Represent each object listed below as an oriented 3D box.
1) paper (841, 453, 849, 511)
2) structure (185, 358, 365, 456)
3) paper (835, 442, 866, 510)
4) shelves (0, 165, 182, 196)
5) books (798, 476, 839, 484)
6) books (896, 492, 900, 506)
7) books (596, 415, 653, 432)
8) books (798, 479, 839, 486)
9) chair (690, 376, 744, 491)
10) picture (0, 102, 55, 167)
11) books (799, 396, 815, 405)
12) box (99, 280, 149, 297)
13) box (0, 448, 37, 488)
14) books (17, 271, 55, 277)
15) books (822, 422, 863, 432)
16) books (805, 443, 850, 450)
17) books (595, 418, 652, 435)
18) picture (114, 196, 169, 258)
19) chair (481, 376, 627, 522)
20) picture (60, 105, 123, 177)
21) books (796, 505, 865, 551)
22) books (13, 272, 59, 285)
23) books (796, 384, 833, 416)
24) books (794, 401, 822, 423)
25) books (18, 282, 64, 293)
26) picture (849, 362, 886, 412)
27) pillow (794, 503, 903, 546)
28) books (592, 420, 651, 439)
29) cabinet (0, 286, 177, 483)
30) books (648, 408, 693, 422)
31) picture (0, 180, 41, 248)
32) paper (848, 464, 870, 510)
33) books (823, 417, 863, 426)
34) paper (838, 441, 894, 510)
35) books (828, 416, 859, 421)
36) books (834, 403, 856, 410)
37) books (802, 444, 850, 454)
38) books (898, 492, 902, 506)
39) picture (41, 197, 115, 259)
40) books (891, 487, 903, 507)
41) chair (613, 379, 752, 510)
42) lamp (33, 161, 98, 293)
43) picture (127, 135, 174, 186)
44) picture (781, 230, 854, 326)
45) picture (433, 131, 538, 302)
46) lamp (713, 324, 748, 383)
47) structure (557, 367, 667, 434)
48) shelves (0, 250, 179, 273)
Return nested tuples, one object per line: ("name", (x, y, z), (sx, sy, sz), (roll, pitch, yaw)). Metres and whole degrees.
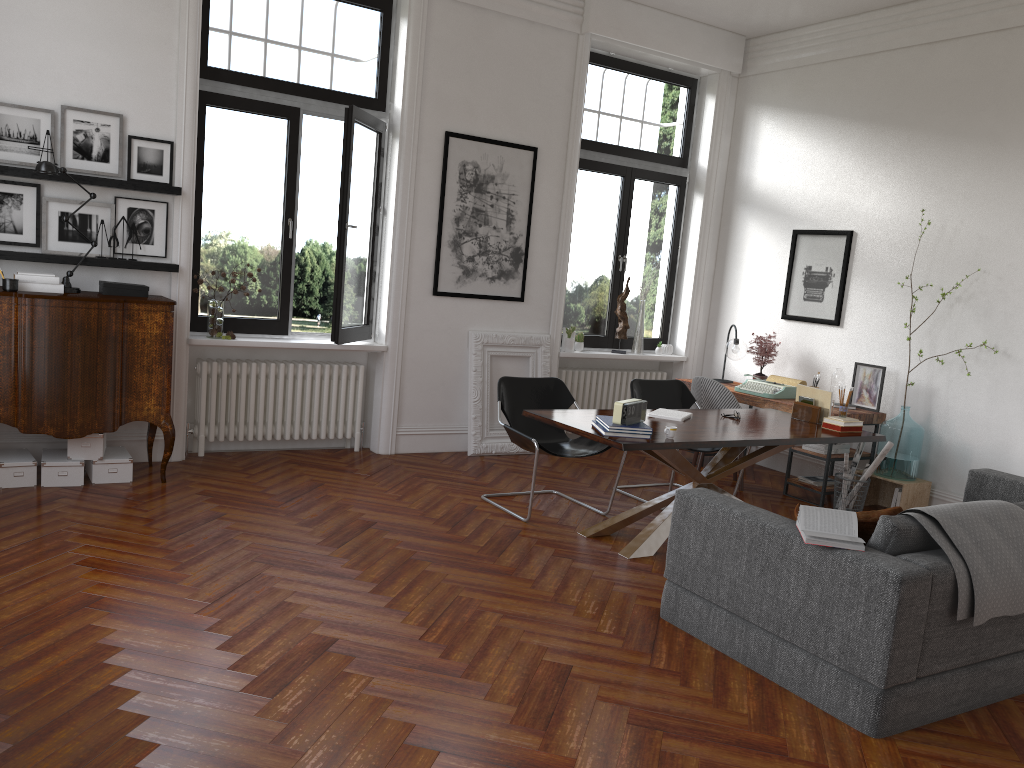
("paper", (2.538, 0.761, 6.759), (0.073, 0.480, 0.033), (6, 9, 5))
("structure", (-1.847, 0.206, 7.083), (1.453, 0.781, 0.224), (1, 10, -32))
("paper", (2.644, 0.678, 6.897), (0.294, 0.628, 0.047), (-1, 11, -39))
("shelves", (-2.936, -1.334, 5.714), (1.515, 0.055, 0.157), (1, 9, -32))
("books", (2.482, 0.775, 7.170), (0.268, 0.014, 0.195), (3, 8, -21))
("books", (2.971, 0.928, 6.730), (0.170, 0.233, 0.012), (0, 10, -32))
("books", (0.636, 0.224, 5.062), (0.250, 0.017, 0.343), (4, 7, -7))
("books", (2.480, 0.790, 7.172), (0.268, 0.014, 0.195), (1, 9, -33))
("chair", (1.741, 0.391, 7.406), (0.547, 0.902, 0.714), (-1, 10, -39))
("picture", (-3.137, -1.580, 5.621), (0.415, 0.368, 0.020), (0, 10, -32))
("books", (2.078, 0.171, 6.258), (0.041, 0.158, 0.128), (0, 10, -32))
("box", (-2.576, -0.628, 5.887), (0.282, 0.087, 0.208), (1, 9, -32))
("box", (-3.166, 0.539, 5.632), (0.209, 0.177, 0.393), (-1, 10, -37))
("books", (-2.965, -0.685, 5.519), (0.200, 0.014, 0.178), (1, 9, -32))
("books", (2.216, 0.287, 5.946), (0.215, 0.040, 0.159), (1, 9, -30))
("books", (2.517, 0.481, 7.095), (0.309, 0.038, 0.225), (1, 9, -32))
("books", (0.635, 0.241, 5.065), (0.250, 0.017, 0.343), (4, 7, -7))
("picture", (-2.549, -1.073, 6.091), (0.343, 0.385, 0.020), (0, 10, -32))
("chair", (0.271, 0.433, 6.073), (0.752, 0.875, 0.743), (0, 9, -32))
("picture", (-2.769, -1.595, 5.844), (0.369, 0.410, 0.020), (0, 10, -32))
("books", (1.294, 0.578, 3.602), (0.224, 0.096, 0.278), (7, 8, 10))
("books", (-2.976, -0.659, 5.544), (0.239, 0.044, 0.254), (1, 9, -32))
("books", (2.127, 0.141, 6.259), (0.043, 0.240, 0.309), (0, 9, -32))
("books", (2.059, 0.199, 6.202), (0.028, 0.125, 0.220), (0, 9, -32))
("books", (-2.979, -0.609, 5.546), (0.294, 0.057, 0.229), (1, 9, -32))
("picture", (2.890, 0.024, 7.216), (0.023, 0.370, 0.281), (0, 10, -32))
("pillow", (1.445, 0.690, 3.899), (0.469, 0.398, 0.329), (6, 8, 5))
("books", (0.619, 0.260, 5.074), (0.264, 0.027, 0.346), (4, 7, -7))
("cabinet", (-2.865, 0.027, 5.690), (1.266, 1.222, 0.638), (0, 10, -32))
("books", (1.047, 0.204, 5.844), (0.230, 0.026, 0.325), (8, 8, 23))
("picture", (-3.226, -1.094, 5.666), (0.373, 0.407, 0.020), (0, 10, -32))
("paper", (2.685, 0.803, 6.867), (0.126, 0.389, 0.026), (4, 9, -10))
("books", (2.224, 0.253, 5.949), (0.207, 0.029, 0.163), (0, 9, -34))
("paper", (2.671, 0.706, 6.698), (0.329, 0.611, 0.047), (12, 11, 38))
("books", (2.230, 0.232, 5.962), (0.159, 0.008, 0.128), (1, 9, -30))
("books", (2.686, 0.175, 7.233), (0.213, 0.031, 0.128), (6, 7, 5))
("books", (2.510, 0.517, 7.089), (0.309, 0.038, 0.225), (1, 9, -33))
("books", (2.978, 0.930, 6.719), (0.170, 0.233, 0.012), (0, 10, -32))
("picture", (-2.879, -1.033, 5.893), (0.434, 0.366, 0.020), (0, 10, -32))
("books", (2.963, 0.911, 6.758), (0.187, 0.258, 0.054), (0, 10, -31))
("chair", (1.271, 0.446, 6.691), (0.752, 0.875, 0.743), (0, 9, -32))
("lamp", (-2.828, -0.983, 5.643), (0.174, 0.805, 0.490), (9, 9, 22))
("picture", (-2.465, -1.519, 6.047), (0.289, 0.304, 0.020), (0, 10, -32))
("picture", (2.696, -0.952, 7.856), (0.050, 0.818, 0.632), (0, 10, -32))
("picture", (-0.218, -1.380, 7.475), (0.883, 1.327, 0.035), (0, 10, -32))
("lamp", (2.025, -0.276, 8.210), (0.207, 0.551, 0.440), (4, 8, -9))
("structure", (0.935, 0.243, 8.805), (1.453, 0.781, 0.224), (1, 10, -32))
("shelves", (-2.984, -0.817, 5.792), (1.515, 0.055, 0.155), (1, 9, -32))
